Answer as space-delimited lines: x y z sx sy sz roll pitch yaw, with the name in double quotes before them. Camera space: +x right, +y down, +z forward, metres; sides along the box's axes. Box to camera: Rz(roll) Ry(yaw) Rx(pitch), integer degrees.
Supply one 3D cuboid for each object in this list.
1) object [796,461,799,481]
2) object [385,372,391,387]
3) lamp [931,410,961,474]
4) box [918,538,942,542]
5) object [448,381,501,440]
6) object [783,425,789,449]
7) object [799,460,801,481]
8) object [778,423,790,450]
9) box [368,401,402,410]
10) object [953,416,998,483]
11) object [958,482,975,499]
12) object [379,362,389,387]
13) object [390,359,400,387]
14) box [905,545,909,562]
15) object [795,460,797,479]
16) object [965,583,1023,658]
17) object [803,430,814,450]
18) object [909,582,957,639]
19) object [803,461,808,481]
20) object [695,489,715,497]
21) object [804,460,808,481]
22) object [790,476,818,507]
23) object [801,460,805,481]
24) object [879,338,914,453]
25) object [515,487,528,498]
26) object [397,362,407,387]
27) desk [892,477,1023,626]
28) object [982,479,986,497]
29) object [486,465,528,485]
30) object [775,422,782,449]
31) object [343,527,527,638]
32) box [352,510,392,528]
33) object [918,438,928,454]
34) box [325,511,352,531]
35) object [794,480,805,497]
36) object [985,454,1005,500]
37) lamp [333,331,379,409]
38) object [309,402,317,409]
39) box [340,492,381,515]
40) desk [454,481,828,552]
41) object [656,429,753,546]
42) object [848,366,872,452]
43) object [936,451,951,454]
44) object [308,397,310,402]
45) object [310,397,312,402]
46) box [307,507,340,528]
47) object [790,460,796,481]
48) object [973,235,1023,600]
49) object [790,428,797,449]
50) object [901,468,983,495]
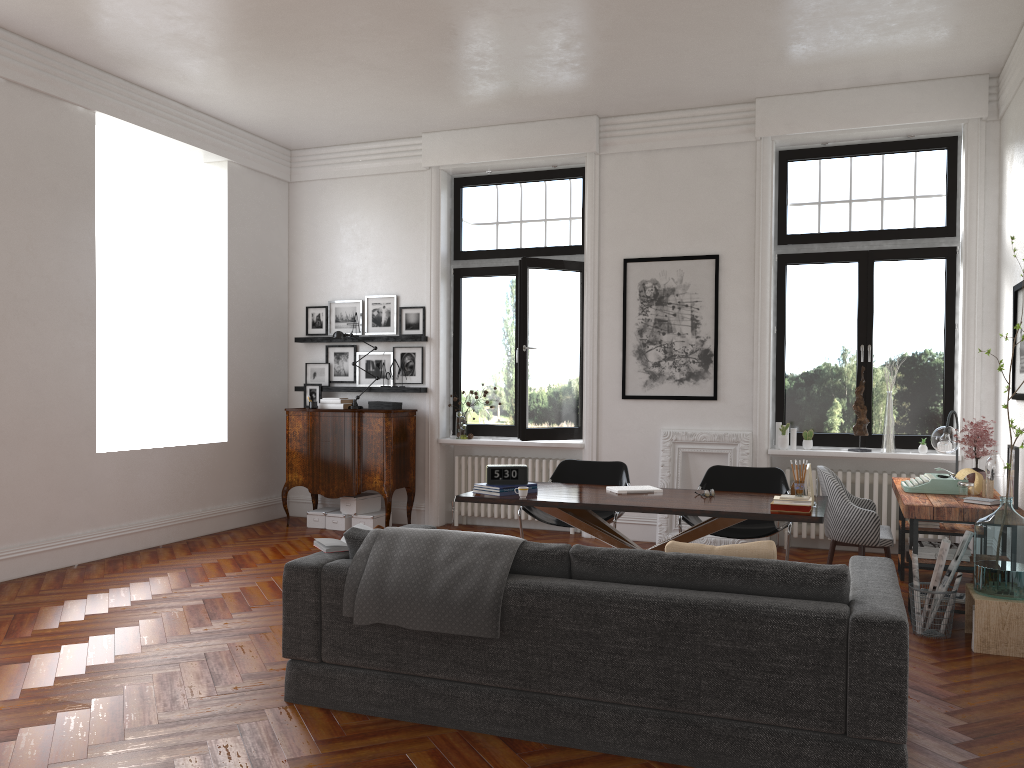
"object" 1.655 0.540 5.134 0.008 0.193 0.049 2 2 45
"object" -1.280 -0.044 9.162 0.066 0.161 0.040 1 1 21
"lamp" 3.330 0.474 6.723 0.207 0.550 0.441 1 1 44
"box" 3.203 1.239 6.832 0.256 0.066 0.238 0 0 21
"object" -0.380 0.268 9.104 0.542 0.600 0.317 0 1 -8
"object" 2.471 0.479 7.999 0.051 0.213 0.051 0 1 -34
"object" 1.668 0.538 5.129 0.008 0.195 0.036 1 1 33
"object" 2.427 0.464 7.923 0.102 0.244 0.098 0 1 -1
"box" -1.288 0.220 9.012 0.282 0.086 0.208 0 0 21
"object" 3.368 0.484 6.436 0.308 0.529 0.290 0 1 -24
"object" 2.964 0.695 5.783 0.093 0.101 0.093 1 1 12
"object" -1.334 -0.095 9.210 0.124 0.260 0.040 1 1 21
"object" -1.211 -0.113 9.172 0.118 0.299 0.040 1 1 21
"box" 3.202 1.315 6.831 0.317 0.082 0.296 0 0 21
"object" 1.667 0.540 5.184 0.008 0.193 0.049 0 1 -10
"object" 2.800 1.352 5.055 0.341 0.316 0.435 1 0 21
"object" 2.658 0.495 7.954 0.097 0.185 0.099 1 1 44
"object" 2.499 1.358 5.274 0.261 0.305 0.260 0 1 -15
"object" 1.692 0.540 5.137 0.008 0.194 0.044 -1 2 -39
"object" 1.270 0.706 5.771 0.114 0.047 0.132 0 0 -16
"object" 1.698 0.539 5.147 0.008 0.195 0.038 -1 2 -43
"object" 1.780 0.648 5.399 0.149 0.166 0.228 1 0 21
"object" 1.693 0.538 5.173 0.032 0.195 0.008 0 1 -25
"object" 3.292 0.070 7.611 0.295 1.054 0.289 1 1 24
"object" 0.065 0.686 5.620 0.082 0.065 0.064 1 1 42
"object" -1.136 -0.094 9.173 0.110 0.262 0.040 1 1 21
"desk" 3.032 1.126 6.177 0.647 0.758 1.798 1 0 21
"object" 3.148 0.692 5.867 0.058 0.113 0.075 1 1 21
"object" -0.032 0.597 5.827 0.275 0.125 0.082 0 1 -5
"object" 2.417 0.467 8.040 0.051 0.238 0.051 0 1 -34
"object" -0.335 0.859 3.944 0.752 0.388 0.400 1 1 21
"box" -1.413 1.390 8.961 0.245 0.177 0.394 1 0 21
"object" 3.504 0.526 7.556 0.072 0.134 0.072 0 1 -44
"box" -1.682 1.388 9.031 0.245 0.177 0.394 1 0 26
"object" 1.672 0.607 5.157 0.058 0.091 0.058 1 1 8
"object" 3.076 0.596 5.646 0.111 0.302 0.111 0 1 -33
"lamp" -1.609 -0.140 9.115 0.491 0.803 0.174 0 1 -15
"object" -2.015 0.217 8.982 0.091 0.077 0.091 0 0 -6
"box" -1.534 1.214 9.003 0.209 0.177 0.394 1 0 31
"desk" 0.850 1.100 5.747 2.226 0.751 1.029 0 0 21
"object" 1.736 0.955 8.031 0.830 1.063 0.233 1 1 21
"object" 3.040 0.218 7.737 0.143 0.754 0.165 0 1 -27
"object" 3.694 0.546 7.574 0.134 0.098 0.132 0 0 -9
"object" -2.051 0.176 8.985 0.050 0.119 0.010 1 1 24
"object" -2.037 0.183 9.006 0.046 0.139 0.010 1 1 18
"box" -1.931 1.386 9.159 0.209 0.177 0.394 1 0 16
"object" 1.647 0.540 5.166 0.049 0.193 0.008 1 1 25
"object" 2.817 0.168 4.845 0.353 2.059 0.807 0 1 2
"object" 2.525 0.492 7.953 0.051 0.188 0.051 0 1 -34
"object" 2.999 0.667 6.220 0.484 0.149 0.535 0 0 20
